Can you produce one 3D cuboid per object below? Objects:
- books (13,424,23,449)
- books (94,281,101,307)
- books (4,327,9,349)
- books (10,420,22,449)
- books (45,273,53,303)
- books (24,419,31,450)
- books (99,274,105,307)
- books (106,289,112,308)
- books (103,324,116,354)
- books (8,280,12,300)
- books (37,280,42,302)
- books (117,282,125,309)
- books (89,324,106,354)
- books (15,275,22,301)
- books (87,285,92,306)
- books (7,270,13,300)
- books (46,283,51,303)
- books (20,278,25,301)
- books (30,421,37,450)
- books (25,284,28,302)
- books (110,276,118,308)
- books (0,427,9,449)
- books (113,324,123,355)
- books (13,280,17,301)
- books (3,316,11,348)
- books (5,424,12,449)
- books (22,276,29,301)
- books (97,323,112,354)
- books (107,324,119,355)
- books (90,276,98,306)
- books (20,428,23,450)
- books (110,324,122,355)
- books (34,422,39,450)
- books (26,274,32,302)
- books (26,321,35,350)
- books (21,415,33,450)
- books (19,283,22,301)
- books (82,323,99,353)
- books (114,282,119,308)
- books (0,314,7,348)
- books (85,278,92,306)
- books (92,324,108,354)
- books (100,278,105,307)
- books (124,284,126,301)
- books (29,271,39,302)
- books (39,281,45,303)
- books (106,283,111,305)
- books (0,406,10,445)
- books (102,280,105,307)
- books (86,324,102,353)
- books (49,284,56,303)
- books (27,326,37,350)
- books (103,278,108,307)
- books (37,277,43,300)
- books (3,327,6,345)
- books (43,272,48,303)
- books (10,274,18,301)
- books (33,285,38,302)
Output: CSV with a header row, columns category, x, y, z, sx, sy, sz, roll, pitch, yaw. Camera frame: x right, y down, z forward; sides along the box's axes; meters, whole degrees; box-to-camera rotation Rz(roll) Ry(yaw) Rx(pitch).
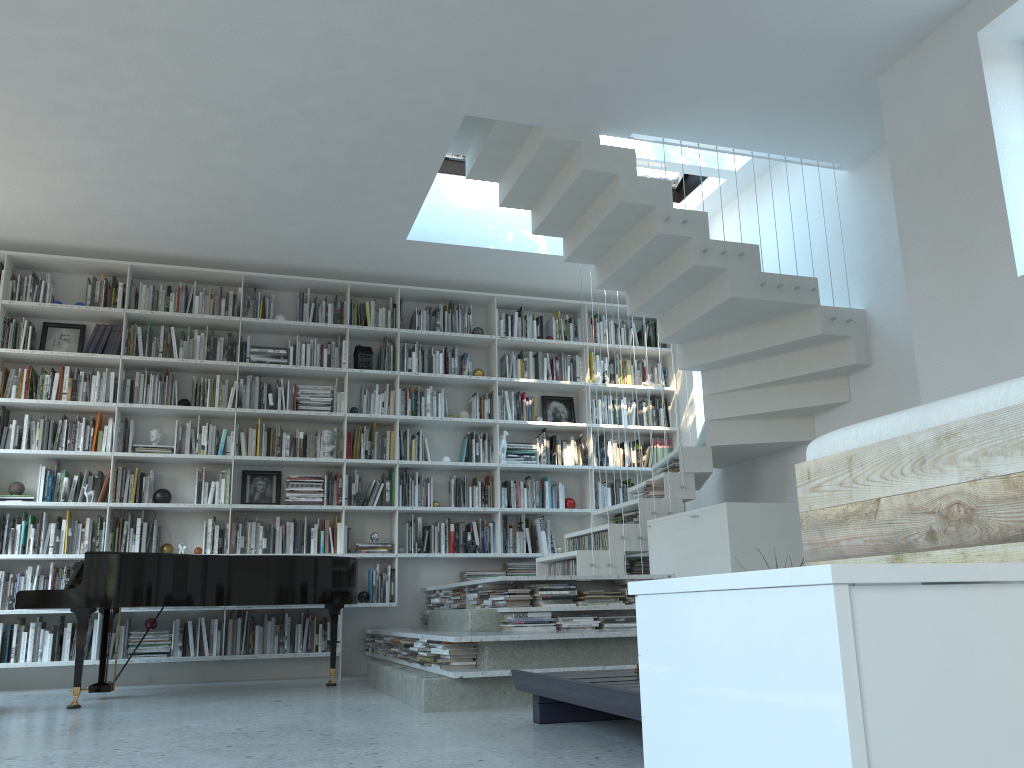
category,x,y,z,sx,sy,sz,roll,pitch,yaw
books,-3.596,0.409,6.466,0.028,0.203,0.188,3,-15,-17
books,-3.209,-0.653,6.874,0.028,0.248,0.156,3,-15,-17
books,-3.758,-0.305,6.618,0.015,0.206,0.172,3,-15,-17
books,-3.623,0.395,6.472,0.022,0.235,0.177,3,-15,-17
books,-3.553,-0.687,6.801,0.015,0.292,0.131,3,-14,-17
books,-3.539,0.396,6.502,0.011,0.245,0.176,3,-15,-17
books,-3.197,-0.680,6.913,0.014,0.320,0.137,3,-14,-17
books,-3.126,-0.619,6.897,0.027,0.190,0.178,3,-15,-17
books,-3.100,-0.304,6.843,0.078,0.285,0.174,3,-15,-17
books,-3.780,-0.661,6.700,0.017,0.203,0.143,3,-15,-17
books,-3.585,-0.659,6.756,0.013,0.219,0.181,3,-15,-17
books,-3.054,-0.645,6.927,0.031,0.253,0.178,3,-15,-17
books,-3.176,-0.308,6.799,0.110,0.279,0.174,3,-15,-17
books,-3.728,-0.681,6.719,0.012,0.248,0.180,3,-15,-17
books,-3.260,-0.639,6.861,0.028,0.217,0.153,3,-15,-17
books,-3.794,-0.699,6.714,0.007,0.284,0.160,3,-15,-17
books,-3.534,-0.646,6.778,0.014,0.201,0.171,3,-15,-17
books,-3.698,-0.668,6.723,0.013,0.224,0.177,3,-15,-17
books,-3.518,0.405,6.533,0.049,0.242,0.139,3,-15,-17
books,-3.675,-0.647,6.741,0.014,0.192,0.146,3,-15,-17
books,-3.099,-0.671,6.908,0.025,0.296,0.164,3,-15,-17
books,-3.675,0.418,6.447,0.037,0.181,0.189,3,-15,-17
books,-3.031,-0.304,6.850,0.078,0.285,0.174,3,-15,-17
books,-3.751,-0.661,6.715,0.032,0.209,0.158,3,-15,-17
books,-3.768,-0.346,6.621,0.006,0.286,0.148,3,-15,-17
books,-3.658,0.410,6.474,0.042,0.208,0.143,3,-15,-17
books,-3.686,-0.675,6.734,0.016,0.242,0.156,3,-15,-17
books,-3.126,-0.308,6.814,0.097,0.282,0.174,3,-15,-17
books,-3.080,-0.302,6.853,0.078,0.285,0.174,3,-15,-17
books,-3.234,-0.669,6.871,0.024,0.279,0.188,3,-15,-17
books,-3.585,0.429,6.512,0.021,0.187,0.129,3,-15,-17
books,-3.056,-0.302,6.856,0.078,0.285,0.174,3,-15,-17
books,-3.481,0.408,6.523,0.014,0.229,0.148,3,-15,-17
books,-3.657,-0.683,6.741,0.016,0.260,0.154,3,-15,-17
books,-3.616,-0.324,6.658,0.012,0.254,0.167,3,-15,-17
books,-3.559,0.380,6.509,0.023,0.280,0.174,3,-15,-17
books,-3.717,-0.650,6.730,0.017,0.193,0.129,3,-15,-17
books,-3.222,-0.308,6.794,0.110,0.279,0.174,3,-15,-17
books,-3.083,-0.647,6.932,0.022,0.260,0.152,3,-15,-17
books,-3.778,-0.353,6.608,0.005,0.292,0.184,3,-15,-17
books,-3.284,-0.666,6.873,0.013,0.277,0.151,3,-15,-17
books,-3.160,-0.302,6.823,0.110,0.279,0.174,3,-15,-17
books,-3.179,-0.665,6.899,0.013,0.282,0.167,3,-15,-17
books,-3.024,-0.639,6.951,0.039,0.251,0.147,3,-15,-17
books,-3.631,-0.695,6.735,0.015,0.279,0.191,3,-15,-17
books,-3.567,-0.657,6.754,0.021,0.213,0.174,3,-15,-17
books,-3.152,-0.645,6.922,0.013,0.254,0.129,3,-15,-17
books,-3.698,0.341,6.452,0.012,0.333,0.185,3,-15,-17
books,-3.165,-0.658,6.889,0.010,0.263,0.157,3,-15,-17
books,-3.203,-0.305,6.809,0.110,0.279,0.174,3,-15,-17
books,-3.524,-0.647,6.792,0.013,0.209,0.137,3,-15,-17
books,-3.602,-0.306,6.649,0.012,0.213,0.186,3,-15,-17
books,-3.155,-0.662,6.894,0.011,0.273,0.184,3,-15,-17
books,-3.600,-0.674,6.765,0.013,0.252,0.129,3,-15,-17
books,-3.781,-0.315,6.634,0.006,0.232,0.136,3,-15,-17
books,-3.560,-0.694,6.788,0.007,0.300,0.146,3,-15,-17
books,-3.771,-0.686,6.716,0.007,0.258,0.157,3,-15,-17
books,-3.616,-0.642,6.746,0.026,0.182,0.162,3,-15,-17
